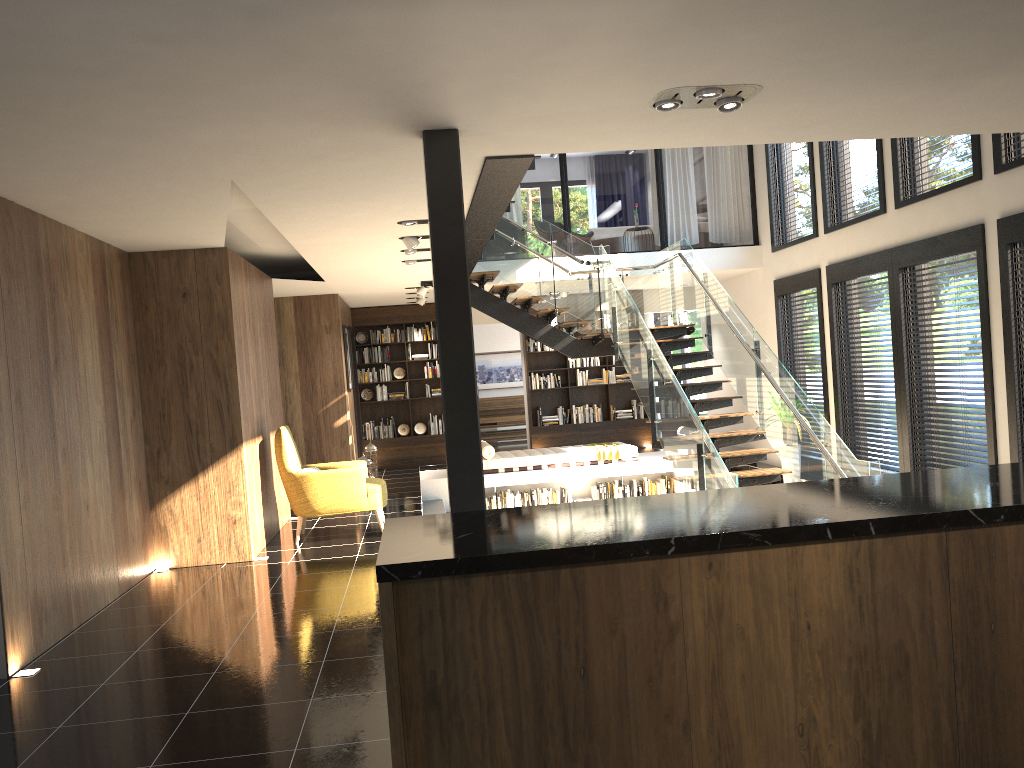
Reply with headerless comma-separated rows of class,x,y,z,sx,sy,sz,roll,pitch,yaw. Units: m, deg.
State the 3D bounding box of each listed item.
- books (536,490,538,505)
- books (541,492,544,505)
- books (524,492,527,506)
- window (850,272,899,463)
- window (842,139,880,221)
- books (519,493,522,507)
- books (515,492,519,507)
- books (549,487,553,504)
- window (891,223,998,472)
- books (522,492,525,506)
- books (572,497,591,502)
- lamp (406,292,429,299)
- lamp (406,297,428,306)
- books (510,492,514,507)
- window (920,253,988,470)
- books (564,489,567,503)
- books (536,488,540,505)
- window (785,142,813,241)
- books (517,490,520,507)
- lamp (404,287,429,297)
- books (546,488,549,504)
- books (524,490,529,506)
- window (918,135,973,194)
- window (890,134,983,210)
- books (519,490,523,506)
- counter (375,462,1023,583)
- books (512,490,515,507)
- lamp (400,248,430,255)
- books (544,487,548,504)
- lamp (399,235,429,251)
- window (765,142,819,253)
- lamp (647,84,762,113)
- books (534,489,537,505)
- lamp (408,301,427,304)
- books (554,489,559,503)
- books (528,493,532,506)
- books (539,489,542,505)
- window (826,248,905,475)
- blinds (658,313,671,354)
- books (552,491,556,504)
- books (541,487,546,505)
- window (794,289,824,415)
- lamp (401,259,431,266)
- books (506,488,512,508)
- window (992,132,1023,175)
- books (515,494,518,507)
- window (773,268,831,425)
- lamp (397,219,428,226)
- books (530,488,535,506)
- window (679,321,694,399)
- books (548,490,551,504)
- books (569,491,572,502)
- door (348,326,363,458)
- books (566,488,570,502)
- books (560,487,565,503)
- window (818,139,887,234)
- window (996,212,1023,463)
books,0.340,1.610,12.272,0.029,0.271,0.128,-4,1,-6
books,0.419,1.617,12.248,0.027,0.246,0.193,-4,1,-6
books,0.182,1.627,12.242,0.019,0.261,0.183,-4,1,-6
window,4.243,-0.219,10.119,0.005,2.298,1.313,-4,1,-6
window,4.032,-3.067,10.079,0.005,2.298,1.220,-4,1,-6
books,0.109,1.639,12.267,0.026,0.247,0.149,-4,1,-6
books,0.074,1.630,12.194,0.021,0.271,0.148,-4,1,-6
books,0.546,1.583,12.303,0.036,0.293,0.128,-4,1,-6
window,4.335,-0.204,8.633,0.358,2.476,1.498,-4,1,-6
books,0.160,1.629,12.256,0.023,0.260,0.133,-4,1,-6
books,0.968,1.613,12.356,0.249,0.026,0.148,-4,1,-9
lamp,-1.378,-1.337,12.858,0.346,0.231,0.195,-4,1,-6
lamp,-1.462,-1.327,13.629,0.346,0.263,0.195,-4,1,-6
books,0.004,1.629,12.166,0.025,0.283,0.149,-4,1,-6
window,4.406,-0.209,8.633,0.005,2.298,1.313,-4,1,-6
books,0.743,1.590,12.339,0.045,0.252,0.142,-4,1,-6
books,0.364,1.590,12.273,0.023,0.308,0.126,-4,2,-6
window,3.858,-3.077,11.665,0.005,2.298,1.220,-4,1,-6
books,0.091,1.616,12.219,0.020,0.296,0.102,-4,2,-6
lamp,-1.292,-1.317,12.089,0.346,0.263,0.195,-4,1,-6
books,0.486,1.588,12.271,0.023,0.293,0.157,-4,1,-6
books,0.206,1.614,12.236,0.028,0.283,0.172,-4,1,-6
window,4.207,-3.056,8.493,0.005,2.298,1.220,-4,1,-6
window,4.136,-3.051,8.493,0.358,2.476,1.393,-4,1,-6
books,0.133,1.618,12.268,0.025,0.285,0.137,-4,1,-6
counter,1.415,0.313,2.616,3.573,0.041,0.698,-4,1,-6
books,0.024,1.612,12.177,0.021,0.313,0.139,-4,1,-6
lamp,-0.907,-1.336,8.537,0.346,0.177,0.195,-4,1,-6
books,0.465,1.584,12.264,0.020,0.305,0.172,-4,1,-6
lamp,-0.820,-1.296,7.768,0.346,0.247,0.195,-4,1,-6
window,3.786,-3.072,11.665,0.358,2.476,1.393,-4,1,-6
lamp,0.905,-1.413,4.201,0.501,0.195,0.349,-4,1,-6
books,0.314,1.601,12.251,0.025,0.293,0.205,-4,1,-6
lamp,-1.550,-1.374,14.401,0.346,0.177,0.195,-4,1,-6
books,0.622,1.596,12.276,0.050,0.258,0.215,-4,1,-6
books,0.245,1.636,12.254,0.050,0.234,0.149,-4,1,-6
books,0.390,1.598,12.267,0.025,0.287,0.169,-4,1,-6
window,4.171,-0.214,10.120,0.358,2.476,1.498,-4,1,-6
blinds,3.084,-0.336,18.053,0.161,2.771,1.080,-4,2,-8
books,0.585,1.612,12.264,0.028,0.233,0.205,-4,1,-6
books,0.441,1.586,12.267,0.026,0.305,0.187,-4,1,-6
window,4.064,-0.227,11.746,0.005,2.298,1.220,-4,1,-6
lamp,-0.992,-1.341,9.309,0.346,0.177,0.195,-4,1,-6
books,-0.036,1.604,12.162,0.051,0.338,0.187,-4,1,-6
window,4.309,-3.041,6.918,0.358,2.476,1.393,-4,1,-6
books,0.052,1.647,12.179,0.029,0.240,0.165,-4,1,-6
window,3.992,-0.221,11.746,0.358,2.476,1.393,-4,1,-6
lamp,-0.738,-1.335,6.996,0.346,0.158,0.195,-4,1,-6
books,0.287,1.600,12.235,0.033,0.299,0.195,-4,1,-6
window,3.366,-0.254,17.181,0.184,2.477,2.980,-4,1,-6
books,0.515,1.607,12.289,0.034,0.252,0.151,-4,1,-6
books,0.804,1.602,12.320,0.030,0.218,0.186,-4,1,-6
door,-2.510,0.277,14.110,0.104,2.348,0.931,-4,2,-6
books,0.778,1.584,12.317,0.020,0.257,0.154,-4,1,-6
books,0.707,1.576,12.318,0.030,0.284,0.176,-4,1,-6
window,3.961,-3.061,10.079,0.358,2.476,1.393,-4,1,-6
window,4.515,-0.193,6.998,0.358,2.476,1.393,-4,1,-6
